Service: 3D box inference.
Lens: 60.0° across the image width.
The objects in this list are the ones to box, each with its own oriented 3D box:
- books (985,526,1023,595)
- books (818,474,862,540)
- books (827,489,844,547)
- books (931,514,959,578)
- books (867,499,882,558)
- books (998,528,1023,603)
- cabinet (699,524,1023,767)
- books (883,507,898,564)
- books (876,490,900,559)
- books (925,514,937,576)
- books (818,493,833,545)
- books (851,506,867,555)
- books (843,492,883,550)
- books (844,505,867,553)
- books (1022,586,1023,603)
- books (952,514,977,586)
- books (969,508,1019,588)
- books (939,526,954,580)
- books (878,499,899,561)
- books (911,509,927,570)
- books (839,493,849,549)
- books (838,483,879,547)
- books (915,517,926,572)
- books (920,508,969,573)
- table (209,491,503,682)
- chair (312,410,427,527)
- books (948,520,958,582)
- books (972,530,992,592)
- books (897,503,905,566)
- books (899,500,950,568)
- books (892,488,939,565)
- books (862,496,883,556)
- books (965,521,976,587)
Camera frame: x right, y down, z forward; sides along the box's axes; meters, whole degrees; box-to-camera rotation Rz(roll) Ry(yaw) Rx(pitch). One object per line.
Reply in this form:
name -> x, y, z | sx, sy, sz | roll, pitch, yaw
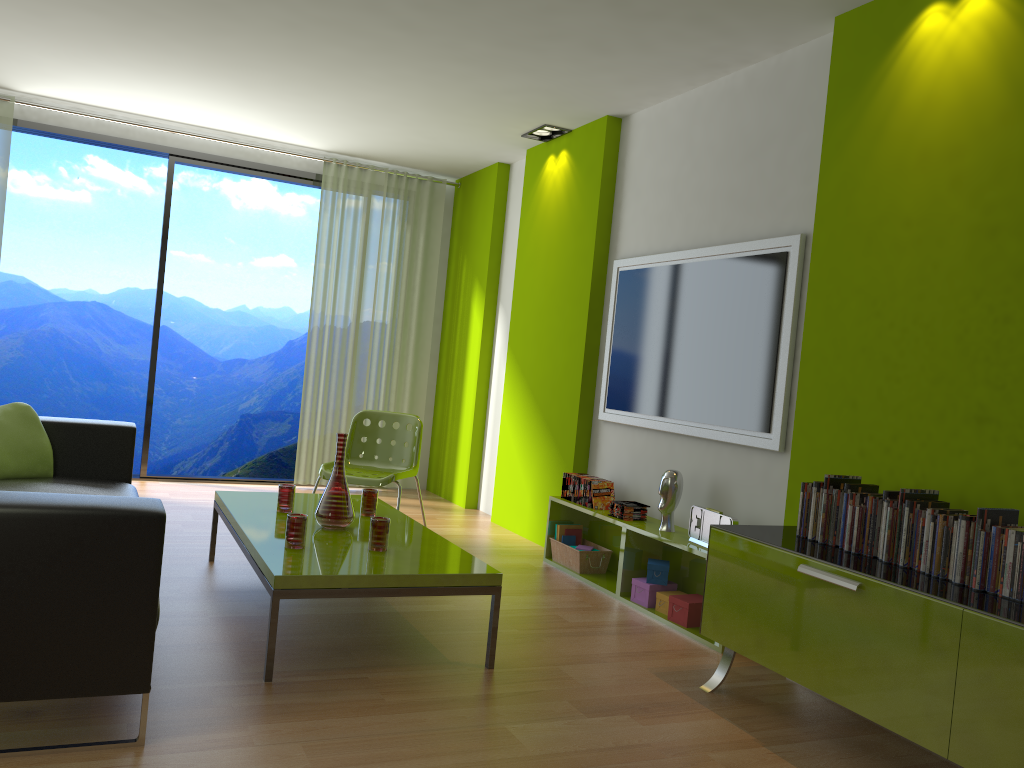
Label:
books -> 1.423, 0.506, 2.526 | 0.161, 0.196, 0.038 | 5, 1, -25
books -> 1.156, 0.445, 3.133 | 0.163, 0.246, 0.017 | 5, 1, -25
books -> 1.175, 0.470, 3.089 | 0.163, 0.201, 0.032 | 5, 1, -25
books -> 1.345, 0.496, 2.693 | 0.161, 0.196, 0.030 | 5, 1, -25
books -> 1.248, 0.481, 2.935 | 0.163, 0.198, 0.018 | 5, 1, -25
books -> 1.440, 0.507, 2.470 | 0.140, 0.197, 0.069 | 5, 1, -25
cabinet -> 1.615, 0.923, 1.843 | 0.547, 0.593, 3.384 | 5, 1, -25
books -> 1.273, 0.492, 2.859 | 0.180, 0.185, 0.025 | 5, 1, -25
books -> 1.267, 0.468, 2.919 | 0.144, 0.229, 0.025 | 5, 1, -25
books -> 1.334, 0.497, 2.717 | 0.161, 0.191, 0.021 | 5, 1, -25
books -> 1.155, 0.477, 3.112 | 0.180, 0.183, 0.025 | 5, 1, -25
books -> 1.217, 0.495, 2.973 | 0.185, 0.164, 0.025 | 5, 1, -25
books -> 1.204, 0.473, 3.025 | 0.163, 0.201, 0.025 | 5, 1, -25
books -> 1.203, 0.494, 2.998 | 0.185, 0.162, 0.025 | 5, 1, -25
books -> 1.477, 0.518, 2.388 | 0.131, 0.185, 0.112 | 5, 1, -25
books -> 1.376, 0.493, 2.617 | 0.170, 0.209, 0.036 | 5, 1, -25
books -> 1.400, 0.481, 2.578 | 0.161, 0.239, 0.020 | 5, 1, -25
books -> 1.354, 0.512, 2.671 | 0.161, 0.166, 0.020 | 5, 1, -25
books -> 1.269, 0.481, 2.889 | 0.163, 0.204, 0.033 | 5, 1, -25
books -> 1.323, 0.493, 2.786 | 0.151, 0.193, 0.025 | 5, 1, -25
books -> 1.195, 0.475, 3.044 | 0.163, 0.196, 0.018 | 5, 1, -25
books -> 1.197, 0.459, 3.068 | 0.144, 0.227, 0.025 | 5, 1, -25
books -> 1.325, 0.504, 2.764 | 0.163, 0.173, 0.017 | 5, 1, -25
books -> 1.336, 0.490, 2.745 | 0.163, 0.204, 0.025 | 5, 1, -25
table -> -0.765, 0.777, 3.784 | 0.810, 0.349, 1.682 | 5, 1, -25
chair -> -0.826, 0.545, 5.157 | 0.640, 0.759, 0.546 | 6, 1, 14
books -> 1.371, 0.504, 2.651 | 0.150, 0.186, 0.030 | 5, 1, -25
books -> 1.400, 0.512, 2.553 | 0.178, 0.177, 0.030 | 5, 1, -25
books -> 1.298, 0.485, 2.830 | 0.161, 0.204, 0.014 | 5, 1, -25
books -> 1.303, 0.479, 2.807 | 0.172, 0.217, 0.031 | 5, 1, -25
books -> 1.292, 0.462, 2.843 | 0.163, 0.248, 0.017 | 5, 1, -25
books -> 1.239, 0.477, 2.955 | 0.163, 0.204, 0.025 | 5, 1, -25
books -> 1.391, 0.502, 2.596 | 0.159, 0.196, 0.016 | 5, 1, -25
